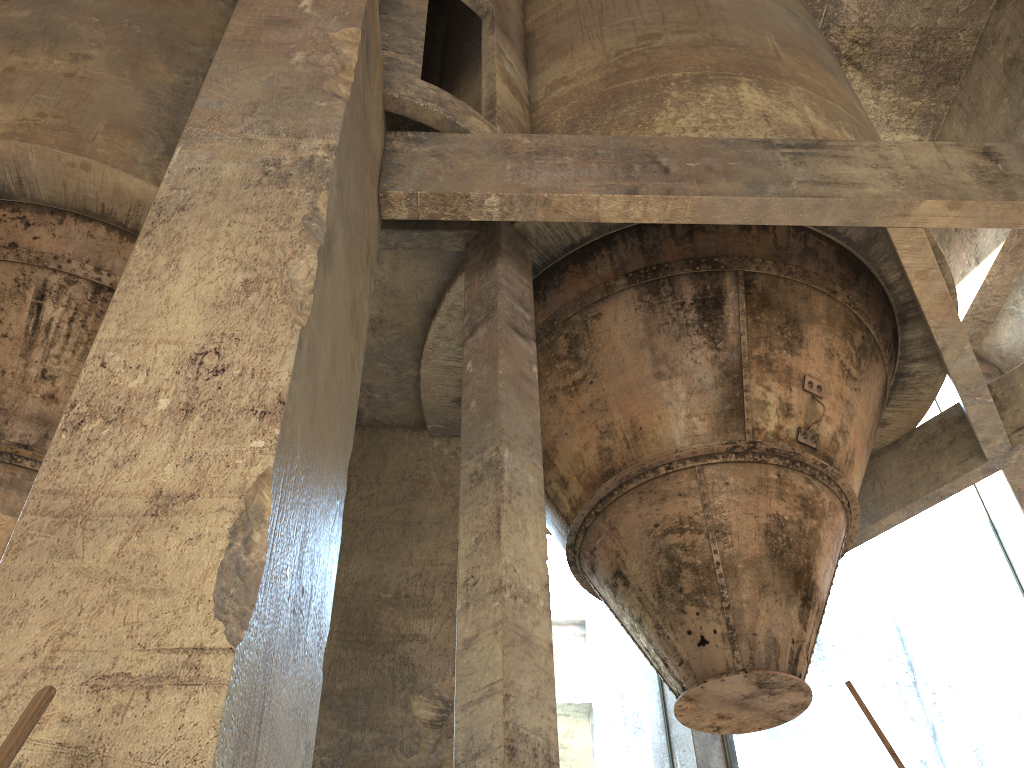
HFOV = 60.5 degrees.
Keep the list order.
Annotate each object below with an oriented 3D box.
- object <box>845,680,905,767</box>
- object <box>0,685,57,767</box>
[{"bbox_3d":[0.917,1.268,1.037,0.697,2.002,0.738,-22,-46,21],"label":"object"},{"bbox_3d":[-0.969,1.174,0.886,0.710,2.002,0.724,-18,-45,17],"label":"object"}]
